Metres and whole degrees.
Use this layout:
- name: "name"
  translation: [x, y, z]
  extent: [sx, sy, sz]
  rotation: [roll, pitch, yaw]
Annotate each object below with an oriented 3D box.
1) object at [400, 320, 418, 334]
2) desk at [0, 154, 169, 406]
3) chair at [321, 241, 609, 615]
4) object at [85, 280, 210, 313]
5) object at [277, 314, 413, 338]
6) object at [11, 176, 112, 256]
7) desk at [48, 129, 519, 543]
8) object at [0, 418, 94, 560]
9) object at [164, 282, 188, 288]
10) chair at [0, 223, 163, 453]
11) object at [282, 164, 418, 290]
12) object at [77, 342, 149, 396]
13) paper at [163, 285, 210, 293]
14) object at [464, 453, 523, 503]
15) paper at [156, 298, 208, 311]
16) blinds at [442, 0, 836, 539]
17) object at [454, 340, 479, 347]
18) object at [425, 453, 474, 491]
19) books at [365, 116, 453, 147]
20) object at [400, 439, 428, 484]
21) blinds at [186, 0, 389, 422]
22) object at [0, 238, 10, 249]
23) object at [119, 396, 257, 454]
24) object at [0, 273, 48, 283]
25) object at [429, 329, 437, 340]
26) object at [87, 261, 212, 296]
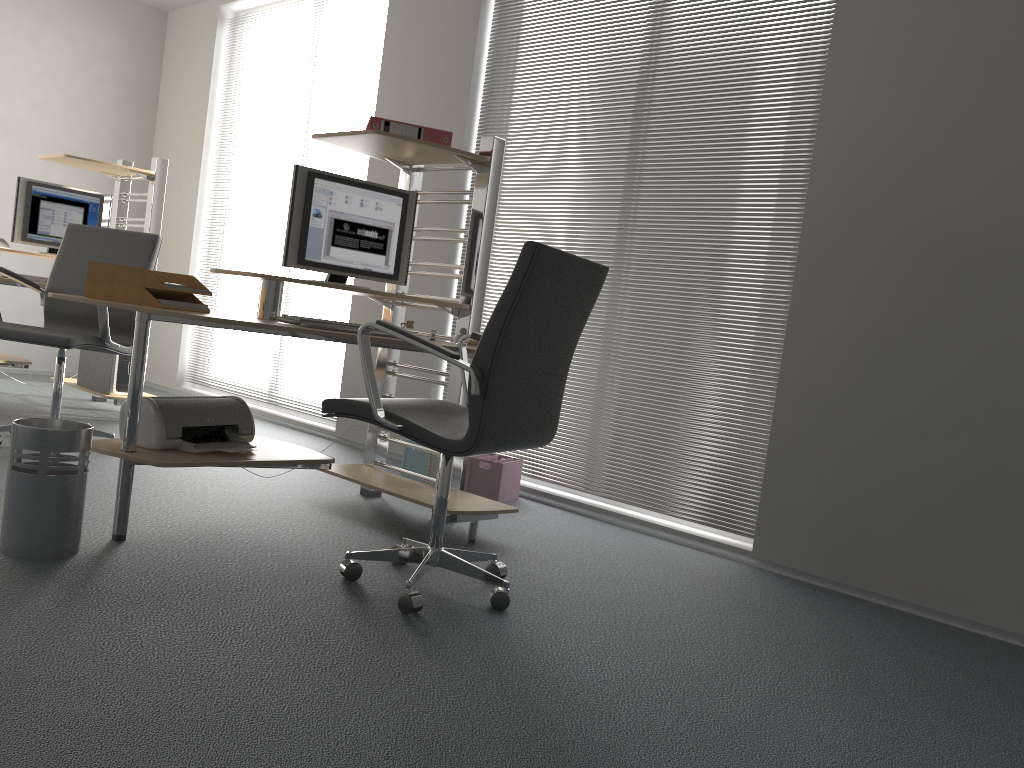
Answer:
- name: "object"
  translation: [-0.416, -0.220, 3.513]
  extent: [0.054, 0.064, 0.159]
  rotation: [8, 3, 8]
- name: "desk"
  translation: [-2.727, -0.633, 4.936]
  extent: [0.967, 1.566, 1.469]
  rotation: [11, 4, 41]
- name: "chair"
  translation: [-0.168, 0.105, 2.678]
  extent: [0.652, 1.048, 0.584]
  rotation: [9, 4, 28]
- name: "object"
  translation: [-1.177, -0.285, 2.879]
  extent: [0.309, 0.060, 0.225]
  rotation: [9, 3, 20]
- name: "object"
  translation: [-0.721, -0.200, 3.215]
  extent: [0.478, 0.082, 0.814]
  rotation: [5, 4, -41]
- name: "object"
  translation: [-2.697, -0.971, 5.308]
  extent: [0.516, 0.418, 0.245]
  rotation: [6, 4, -34]
- name: "desk"
  translation: [-0.660, -0.247, 3.095]
  extent: [0.967, 1.566, 1.469]
  rotation: [11, 4, 41]
- name: "object"
  translation: [-1.338, 0.300, 2.551]
  extent: [0.208, 0.377, 0.208]
  rotation: [7, 3, -5]
- name: "object"
  translation: [-1.076, -0.317, 2.840]
  extent: [0.008, 0.009, 0.159]
  rotation: [8, 3, 5]
- name: "chair"
  translation: [-2.060, -0.233, 4.092]
  extent: [0.584, 1.048, 0.652]
  rotation: [8, 3, 7]
- name: "object"
  translation: [-0.645, -0.588, 3.484]
  extent: [0.516, 0.418, 0.245]
  rotation: [6, 4, -27]
- name: "object"
  translation: [-2.381, -0.170, 5.304]
  extent: [0.471, 0.422, 0.199]
  rotation: [11, 4, 41]
- name: "paper"
  translation: [-1.171, -0.324, 2.877]
  extent: [0.297, 0.010, 0.210]
  rotation: [9, 3, 20]
- name: "object"
  translation: [-0.090, 0.459, 4.305]
  extent: [0.185, 0.202, 0.245]
  rotation: [9, 4, 23]
- name: "paper"
  translation: [-1.178, -0.273, 2.880]
  extent: [0.297, 0.019, 0.210]
  rotation: [9, 3, 20]
- name: "blinds"
  translation: [0.484, -0.857, 4.257]
  extent: [1.950, 2.770, 0.022]
  rotation: [11, 4, 41]
- name: "object"
  translation: [-0.158, -0.160, 3.404]
  extent: [0.132, 0.026, 0.132]
  rotation: [11, 4, 41]
- name: "object"
  translation: [-0.275, 0.427, 4.433]
  extent: [0.185, 0.202, 0.245]
  rotation: [11, 4, 41]
- name: "books"
  translation: [-0.423, -0.977, 3.534]
  extent: [0.320, 0.072, 0.262]
  rotation: [7, 3, -16]
- name: "object"
  translation: [-0.412, 0.401, 4.555]
  extent: [0.185, 0.202, 0.245]
  rotation: [11, 4, 41]
- name: "blinds"
  translation: [-1.589, -1.245, 6.101]
  extent: [1.950, 2.749, 0.037]
  rotation: [11, 4, 41]
- name: "object"
  translation: [-2.941, -0.853, 5.022]
  extent: [0.119, 0.151, 0.150]
  rotation: [9, 4, 27]
- name: "object"
  translation: [-1.025, 0.133, 2.984]
  extent: [0.351, 0.162, 0.438]
  rotation: [9, 4, 26]
- name: "object"
  translation: [-2.751, -0.582, 5.074]
  extent: [0.478, 0.082, 0.814]
  rotation: [5, 4, -41]
- name: "object"
  translation: [-0.313, -0.196, 3.519]
  extent: [0.022, 0.042, 0.134]
  rotation: [7, 3, -7]
- name: "object"
  translation: [-1.170, -0.341, 2.876]
  extent: [0.309, 0.060, 0.225]
  rotation: [9, 3, 20]
